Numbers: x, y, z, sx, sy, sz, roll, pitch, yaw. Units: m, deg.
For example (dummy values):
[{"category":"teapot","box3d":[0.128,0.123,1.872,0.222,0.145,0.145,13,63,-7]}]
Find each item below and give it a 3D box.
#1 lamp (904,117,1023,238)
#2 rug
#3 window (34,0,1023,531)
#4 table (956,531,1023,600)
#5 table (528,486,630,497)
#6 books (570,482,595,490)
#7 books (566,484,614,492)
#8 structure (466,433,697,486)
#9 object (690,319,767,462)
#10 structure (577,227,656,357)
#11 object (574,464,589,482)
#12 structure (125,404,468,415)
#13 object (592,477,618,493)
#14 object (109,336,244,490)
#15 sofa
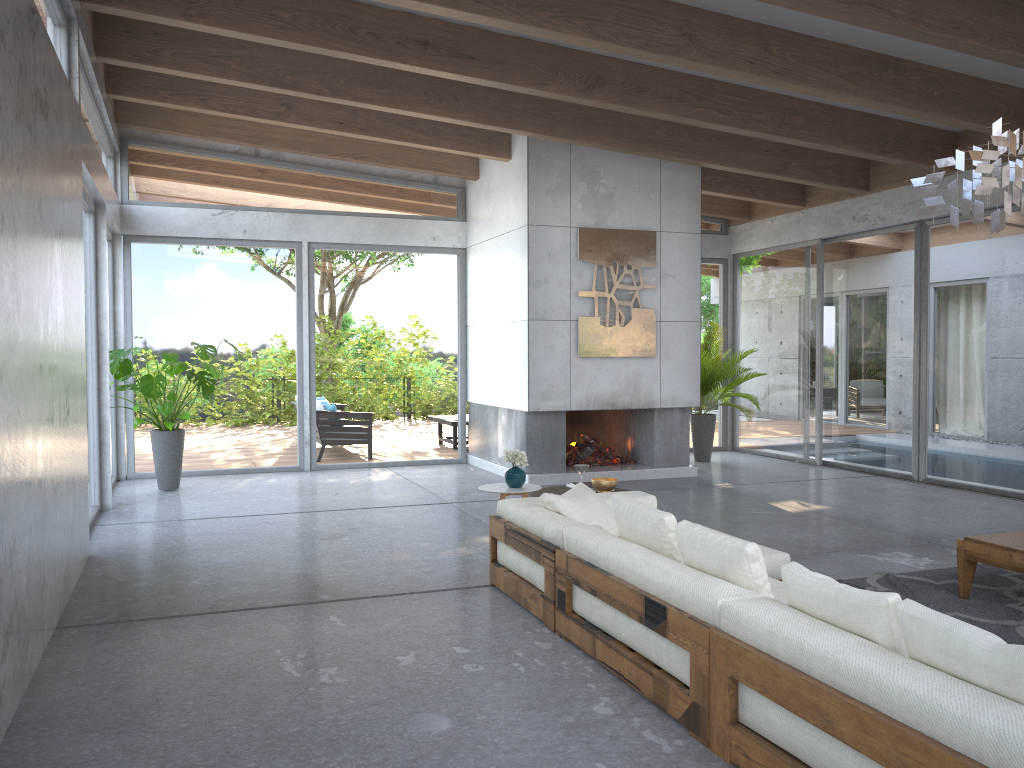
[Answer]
[{"category":"lamp","box3d":[2.247,-1.380,4.047,0.862,1.400,0.636,1,2,27]},{"category":"rug","box3d":[2.590,1.176,4.424,3.186,0.056,2.187,-1,2,-20]},{"category":"window","box3d":[3.134,-0.657,4.199,14.294,3.764,23.280,-1,2,-20]},{"category":"table","box3d":[3.136,1.025,4.560,1.048,0.352,1.112,-1,2,-20]},{"category":"table","box3d":[0.462,0.945,5.871,0.725,0.441,0.725,1,2,31]},{"category":"books","box3d":[0.541,0.696,6.076,0.205,0.012,0.290,-1,2,-15]},{"category":"books","box3d":[0.534,0.709,6.076,0.220,0.015,0.303,-1,2,-21]},{"category":"structure","box3d":[0.732,0.718,10.508,2.012,0.595,2.203,-1,2,-20]},{"category":"object","box3d":[2.416,0.067,11.211,1.484,1.819,1.798,-1,2,-13]},{"category":"structure","box3d":[1.115,-0.961,9.398,0.919,1.351,0.041,-1,2,-20]},{"category":"object","box3d":[0.444,0.625,5.665,0.099,0.212,0.099,0,2,11]},{"category":"structure","box3d":[-3.453,0.686,10.978,15.587,3.022,31.708,1,2,21]},{"category":"object","box3d":[0.611,0.676,5.846,0.173,0.097,0.173,-2,3,-41]},{"category":"object","box3d":[-3.558,0.286,9.029,1.416,1.540,1.731,0,2,-1]},{"category":"sofa","box3d":[1.433,0.924,3.831,1.965,0.777,3.733,-1,2,-20]}]
